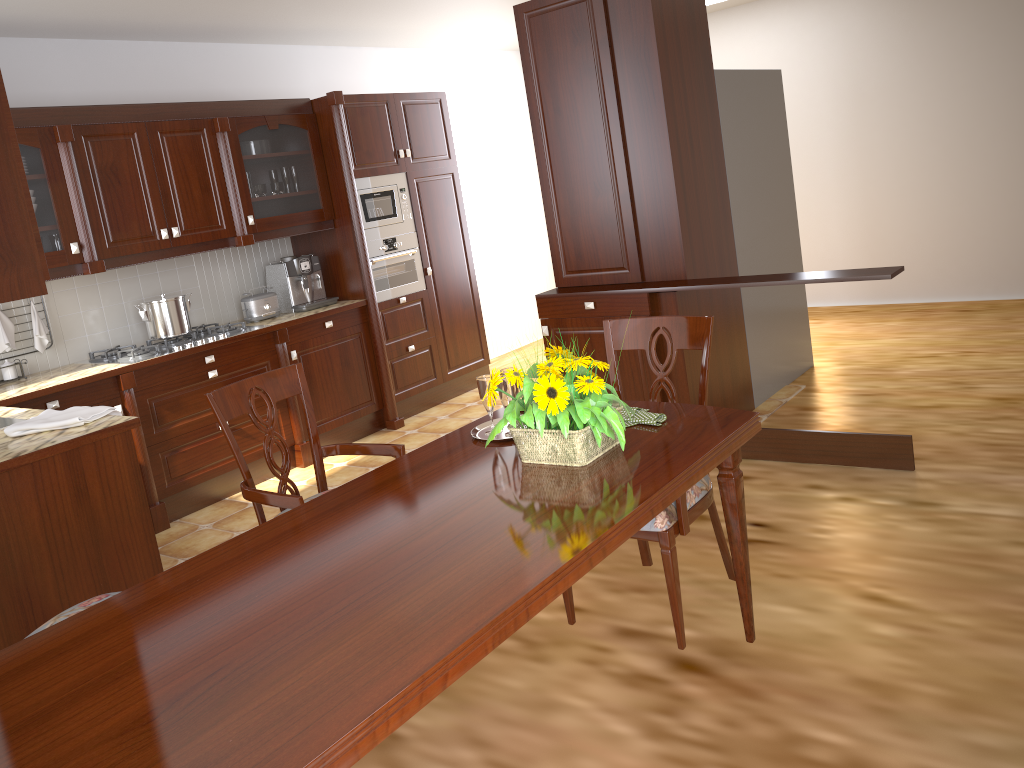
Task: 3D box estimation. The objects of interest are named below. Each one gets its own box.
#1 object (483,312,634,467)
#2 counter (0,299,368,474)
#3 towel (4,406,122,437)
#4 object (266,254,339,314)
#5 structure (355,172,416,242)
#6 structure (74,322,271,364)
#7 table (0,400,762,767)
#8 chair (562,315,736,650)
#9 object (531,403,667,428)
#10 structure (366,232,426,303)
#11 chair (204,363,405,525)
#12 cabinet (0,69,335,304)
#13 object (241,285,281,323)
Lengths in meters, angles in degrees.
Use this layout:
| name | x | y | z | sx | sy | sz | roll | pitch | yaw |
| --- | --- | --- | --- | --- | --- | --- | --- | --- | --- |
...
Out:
| name | x | y | z | sx | sy | sz | roll | pitch | yaw |
| --- | --- | --- | --- | --- | --- | --- | --- | --- | --- |
| object | 0.115 | 0.026 | 1.947 | 0.317 | 0.333 | 0.303 | -3 | 12 | 30 |
| counter | -1.455 | -0.106 | 4.030 | 1.823 | 0.032 | 2.824 | 1 | 16 | 38 |
| towel | -1.510 | 0.131 | 3.005 | 0.329 | 0.096 | 0.348 | -9 | 13 | 2 |
| object | -1.265 | -0.608 | 5.296 | 0.323 | 0.318 | 0.278 | -1 | 13 | 38 |
| structure | -0.917 | -1.102 | 5.575 | 0.316 | 0.381 | 0.502 | -1 | 14 | 38 |
| structure | -1.763 | -0.229 | 4.624 | 0.590 | 0.046 | 0.828 | 1 | 16 | 38 |
| table | -0.138 | 0.543 | 1.716 | 0.734 | 0.551 | 1.702 | 0 | 15 | 38 |
| chair | 0.338 | 0.232 | 2.335 | 0.404 | 0.737 | 0.466 | -2 | 12 | 39 |
| object | 0.182 | 0.052 | 2.270 | 0.168 | 0.056 | 0.529 | -18 | 16 | -36 |
| structure | -0.733 | -0.733 | 5.534 | 0.041 | 0.370 | 0.501 | -2 | 13 | 38 |
| chair | -0.512 | 0.342 | 2.451 | 0.458 | 0.737 | 0.410 | -2 | 12 | 36 |
| cabinet | -1.430 | -0.921 | 3.780 | 1.367 | 0.769 | 2.821 | 0 | 16 | 38 |
| object | -1.443 | -0.462 | 5.078 | 0.140 | 0.186 | 0.246 | -1 | 14 | 39 |
